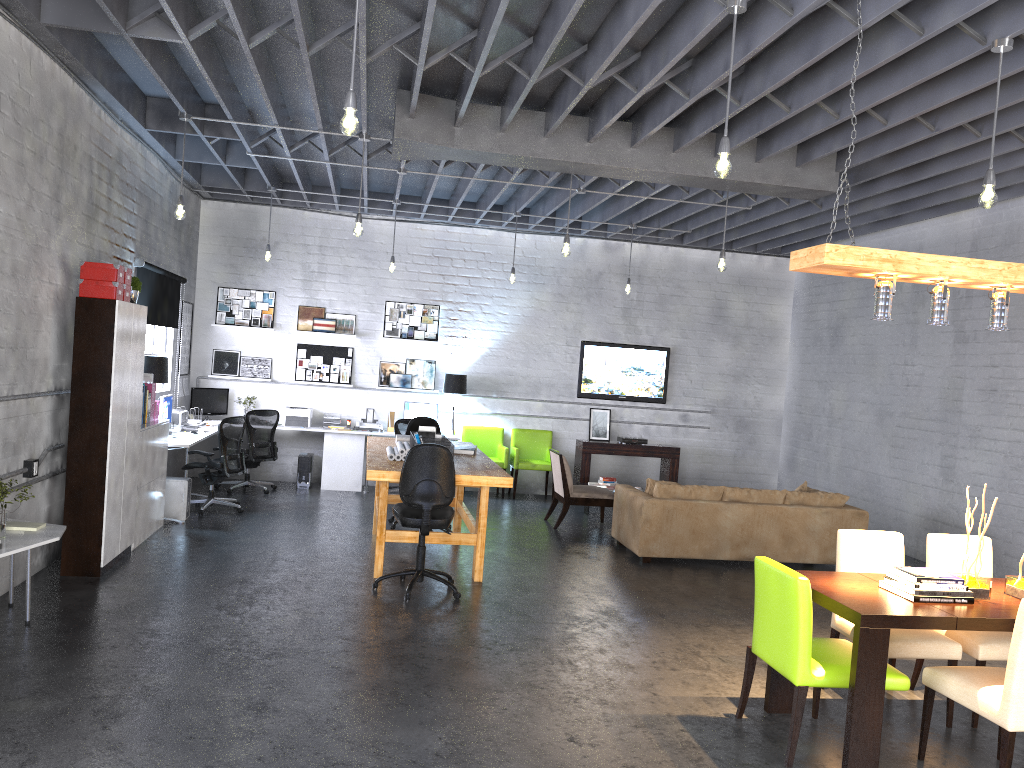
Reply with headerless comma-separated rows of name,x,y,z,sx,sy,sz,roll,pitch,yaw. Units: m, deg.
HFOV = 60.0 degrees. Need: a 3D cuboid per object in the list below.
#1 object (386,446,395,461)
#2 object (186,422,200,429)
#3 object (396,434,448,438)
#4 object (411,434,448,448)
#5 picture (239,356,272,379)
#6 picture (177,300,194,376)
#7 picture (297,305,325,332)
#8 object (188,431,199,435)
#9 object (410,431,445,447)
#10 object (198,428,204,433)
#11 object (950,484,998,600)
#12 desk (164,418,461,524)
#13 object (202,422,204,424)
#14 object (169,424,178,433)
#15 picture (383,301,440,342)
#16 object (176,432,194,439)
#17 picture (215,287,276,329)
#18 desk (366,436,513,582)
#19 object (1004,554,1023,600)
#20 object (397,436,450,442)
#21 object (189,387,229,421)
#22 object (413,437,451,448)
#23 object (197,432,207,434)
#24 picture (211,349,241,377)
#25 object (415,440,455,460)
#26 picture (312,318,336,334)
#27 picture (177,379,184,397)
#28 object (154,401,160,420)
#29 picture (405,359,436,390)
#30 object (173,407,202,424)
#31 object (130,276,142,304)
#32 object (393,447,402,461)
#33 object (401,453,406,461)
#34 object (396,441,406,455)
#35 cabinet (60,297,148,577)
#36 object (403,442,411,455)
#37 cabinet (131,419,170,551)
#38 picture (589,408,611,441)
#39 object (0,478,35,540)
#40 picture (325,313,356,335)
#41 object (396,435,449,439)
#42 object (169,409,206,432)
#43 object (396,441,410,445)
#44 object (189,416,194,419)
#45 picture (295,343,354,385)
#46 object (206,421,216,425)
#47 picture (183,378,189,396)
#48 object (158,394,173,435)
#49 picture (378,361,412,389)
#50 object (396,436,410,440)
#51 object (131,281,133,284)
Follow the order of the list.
object,-1.048,0.596,7.648,0.057,0.058,0.635,4,1,-9
object,-3.875,0.470,10.372,0.392,0.064,0.259,4,1,-9
object,-0.892,0.540,8.819,0.520,0.047,0.046,4,2,-9
object,-0.759,0.559,8.129,0.316,0.156,0.306,4,1,-9
picture,-3.422,-0.220,11.836,0.410,0.277,0.036,4,2,-9
picture,-4.131,-0.572,11.228,0.020,0.935,0.658,4,2,-9
picture,-2.702,-0.871,11.924,0.355,0.343,0.042,4,2,-9
object,-3.470,0.528,9.651,0.114,0.036,0.058,4,1,-19
object,-0.808,0.549,8.433,0.316,0.156,0.306,4,1,-9
object,-3.414,0.516,9.752,0.078,0.049,0.062,3,2,-39
object,2.354,0.794,4.522,0.156,0.583,0.184,4,2,-9
desk,-2.303,1.012,10.430,3.575,0.786,3.296,4,1,-9
object,-3.852,0.485,11.025,0.048,0.012,0.111,4,1,-29
object,-3.702,0.483,9.650,0.082,0.091,0.090,5,2,16
picture,-1.372,-0.856,12.132,0.749,0.504,0.058,4,2,-9
object,-3.448,0.539,9.357,0.181,0.028,0.421,4,1,-19
picture,-3.536,-1.011,11.774,0.749,0.504,0.058,4,2,-9
desk,-0.797,1.099,8.136,1.115,0.927,2.830,4,1,-9
object,2.703,0.819,4.580,0.180,0.583,0.156,4,2,-9
object,-0.860,0.546,8.627,0.520,0.047,0.046,4,2,-11
object,-3.925,0.263,11.469,0.147,0.427,0.560,5,2,28
object,-0.710,0.568,7.826,0.316,0.156,0.306,4,1,-9
object,-3.422,0.540,9.748,0.119,0.016,0.119,4,1,8
picture,-3.799,-0.280,11.776,0.355,0.343,0.042,4,2,-9
object,-0.661,0.578,7.523,0.316,0.156,0.306,4,1,-9
picture,-2.528,-0.785,11.938,0.311,0.196,0.029,4,2,-9
picture,-4.142,0.046,11.087,0.036,0.221,0.289,4,2,-9
object,-3.471,0.245,8.398,0.214,0.177,0.161,4,2,-9
picture,-1.260,-0.131,12.191,0.410,0.409,0.047,4,2,-9
object,-3.918,0.390,10.706,0.324,0.208,0.233,4,2,-9
object,-3.111,-0.766,7.243,0.169,0.240,0.171,4,2,-10
object,-0.992,0.600,7.657,0.058,0.057,0.635,4,1,-9
object,-0.937,0.604,7.667,0.057,0.058,0.635,4,1,-9
object,-0.960,0.553,7.660,0.057,0.057,0.635,4,1,-9
cabinet,-3.164,0.383,6.918,0.291,2.048,0.872,4,2,-9
object,-0.904,0.557,7.670,0.057,0.057,0.635,4,1,-9
cabinet,-3.464,0.856,7.943,0.465,1.022,1.150,4,2,-9
picture,1.249,0.578,12.602,0.308,0.457,0.092,4,2,-9
object,-3.009,0.738,5.253,0.297,0.363,0.271,5,2,26
picture,-2.325,-0.811,11.985,0.410,0.277,0.036,4,2,-9
object,-0.877,0.543,8.727,0.520,0.047,0.046,4,2,-9
object,-3.702,0.407,9.966,0.485,0.230,0.420,4,1,-9
object,-0.861,0.587,8.613,0.520,0.047,0.047,4,2,-9
object,-4.022,0.408,11.029,0.155,0.141,0.088,4,2,6
picture,-2.534,-0.270,11.972,0.749,0.504,0.058,4,2,-9
object,-3.706,0.479,10.915,0.130,0.049,0.130,4,1,8
picture,-4.198,0.035,11.430,0.036,0.221,0.289,4,2,-9
object,-3.705,0.325,9.343,0.212,0.417,0.465,4,2,-9
picture,-1.592,-0.123,12.128,0.452,0.345,0.054,4,2,-9
object,-0.869,0.545,8.681,0.520,0.047,0.046,4,2,-9
object,-3.134,-0.765,7.088,0.171,0.240,0.169,5,2,30
